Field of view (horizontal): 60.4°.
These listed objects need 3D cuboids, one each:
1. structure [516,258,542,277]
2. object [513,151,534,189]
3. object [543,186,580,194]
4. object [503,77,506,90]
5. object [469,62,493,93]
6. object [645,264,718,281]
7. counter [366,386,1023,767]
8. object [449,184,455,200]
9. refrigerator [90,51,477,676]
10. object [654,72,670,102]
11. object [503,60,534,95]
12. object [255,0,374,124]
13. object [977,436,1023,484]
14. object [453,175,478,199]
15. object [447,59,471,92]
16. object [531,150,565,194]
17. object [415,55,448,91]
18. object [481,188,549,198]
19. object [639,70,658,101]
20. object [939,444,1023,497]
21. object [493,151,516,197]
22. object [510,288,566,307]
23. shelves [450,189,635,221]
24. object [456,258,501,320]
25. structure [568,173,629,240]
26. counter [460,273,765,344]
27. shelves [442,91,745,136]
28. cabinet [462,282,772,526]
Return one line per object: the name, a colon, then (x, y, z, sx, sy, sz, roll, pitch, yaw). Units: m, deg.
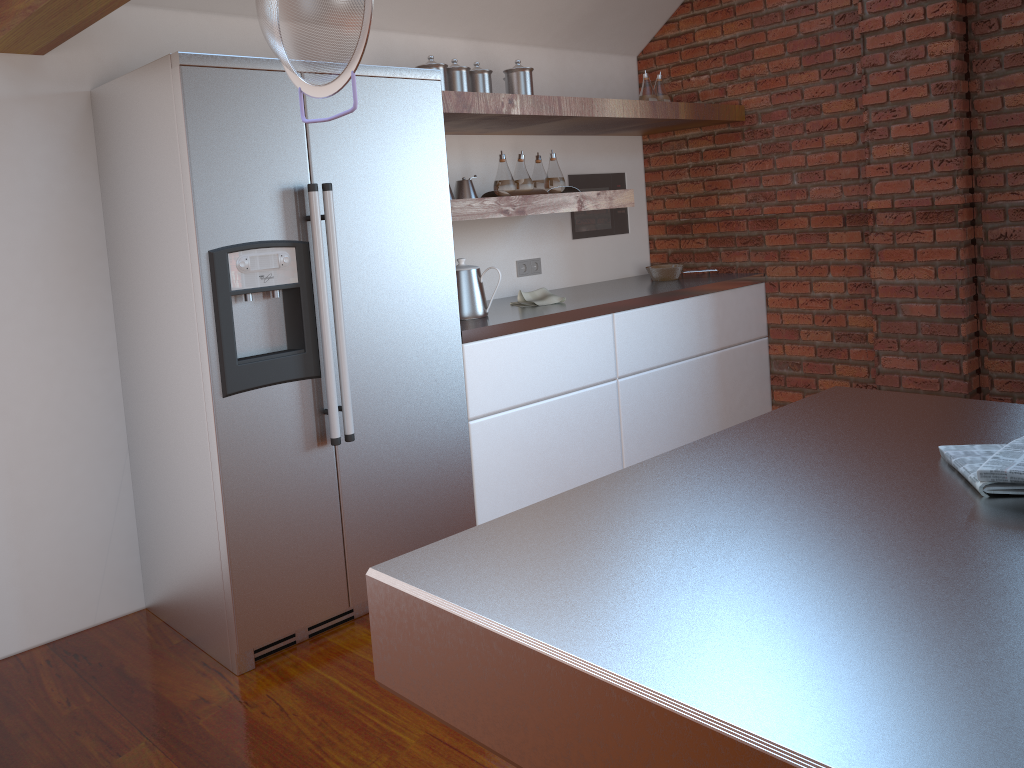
structure: (0.076, -0.569, 4.296, 0.162, 0.079, 0.033, -13, 10, -42)
object: (0.042, -0.892, 3.728, 0.093, 0.190, 0.094, -4, 5, 1)
object: (0.158, -0.847, 3.877, 0.196, 0.032, 0.225, -11, 13, -32)
object: (0.028, -1.282, 3.812, 0.128, 0.176, 0.128, 1, 9, 42)
object: (-0.139, -1.226, 3.593, 0.128, 0.176, 0.128, 1, 9, 42)
object: (0.844, -0.559, 4.422, 0.348, 0.073, 0.197, 1, 12, 28)
counter: (1.285, 0.305, 0.136, 1.036, 0.129, 3.154, -14, 15, -41)
object: (-0.275, -0.746, 3.409, 0.106, 0.081, 0.107, -6, 9, -13)
refrigerator: (-0.735, -0.149, 3.000, 0.921, 1.756, 0.782, -9, 7, -42)
object: (0.737, -1.455, 4.374, 0.093, 0.190, 0.094, -4, 5, 1)
object: (0.030, -1.244, 3.617, 0.128, 0.176, 0.128, 1, 9, 42)
object: (-0.310, -0.630, 1.216, 0.085, 0.524, 0.273, -8, 7, -42)
object: (0.670, 0.092, 1.022, 0.235, 0.049, 0.165, -14, 14, -42)
object: (-0.189, -0.778, 3.489, 0.106, 0.099, 0.107, -4, 8, 0)
object: (-0.223, -1.198, 3.481, 0.128, 0.176, 0.128, 1, 9, 42)
object: (0.152, -0.929, 3.871, 0.094, 0.191, 0.203, -8, 8, -33)
object: (-0.305, -1.171, 3.374, 0.128, 0.176, 0.128, 1, 9, 42)
object: (0.009, -0.800, 3.695, 0.226, 0.032, 0.195, -15, 15, -43)
object: (0.660, -1.435, 4.298, 0.094, 0.189, 0.094, -7, 6, -30)
object: (0.658, 0.101, 1.057, 0.231, 0.026, 0.167, -2, 11, 12)
object: (-0.035, -0.873, 3.652, 0.094, 0.189, 0.094, -7, 6, -30)
object: (0.107, -0.377, 3.791, 0.205, 0.061, 0.198, -8, 11, -20)
shelves: (-0.082, -0.736, 3.690, 1.078, 0.075, 0.657, -14, 15, -42)
object: (-0.200, -0.376, 3.467, 0.302, 0.236, 0.182, -6, 7, -11)
structure: (0.463, -0.945, 4.651, 0.462, 0.331, 0.013, -12, 8, -42)
counter: (0.306, -0.381, 4.010, 2.006, 0.044, 0.717, -14, 15, -42)
shelves: (0.221, -1.200, 3.972, 2.000, 0.075, 0.657, -14, 15, -42)
cabinet: (0.338, 0.045, 4.041, 2.006, 0.809, 0.713, -13, 11, -42)
